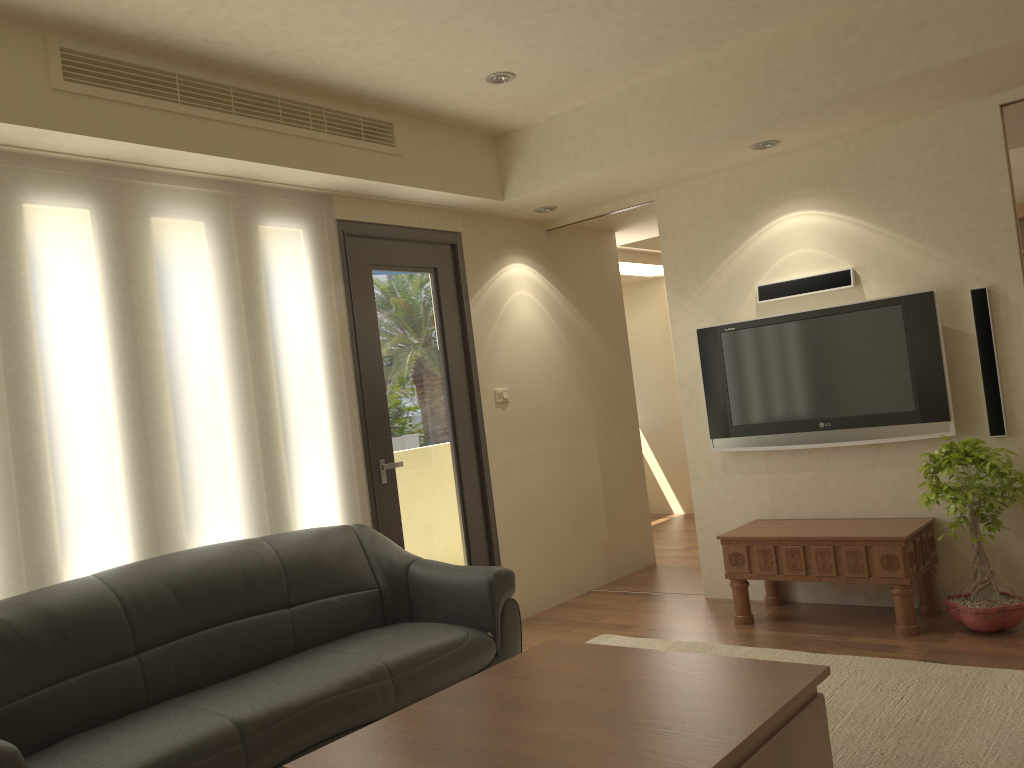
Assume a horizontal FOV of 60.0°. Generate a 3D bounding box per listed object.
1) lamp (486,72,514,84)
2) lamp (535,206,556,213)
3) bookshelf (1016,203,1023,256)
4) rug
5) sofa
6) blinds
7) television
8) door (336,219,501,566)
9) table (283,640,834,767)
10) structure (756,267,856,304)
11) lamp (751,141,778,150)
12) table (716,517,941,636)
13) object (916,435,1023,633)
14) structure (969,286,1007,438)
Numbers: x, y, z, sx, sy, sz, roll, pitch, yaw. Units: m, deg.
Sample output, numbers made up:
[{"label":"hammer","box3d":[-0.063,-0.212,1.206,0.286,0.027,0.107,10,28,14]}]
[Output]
[{"label":"lamp","box3d":[-0.063,-1.557,4.463,0.143,0.059,0.143,-6,-2,-45]},{"label":"lamp","box3d":[0.217,-1.158,5.796,0.143,0.059,0.143,-6,-2,-45]},{"label":"bookshelf","box3d":[3.366,-0.092,7.740,2.945,2.440,0.301,-8,-2,39]},{"label":"rug","box3d":[0.327,1.397,2.884,2.482,0.011,3.592,-8,-2,39]},{"label":"sofa","box3d":[-1.022,1.103,3.398,0.944,0.918,2.337,-8,-2,39]},{"label":"blinds","box3d":[-1.703,0.282,3.636,0.002,2.453,2.830,-8,-2,39]},{"label":"television","box3d":[1.720,-0.033,5.007,1.377,0.778,0.110,-8,-2,39]},{"label":"door","box3d":[-0.523,0.283,5.160,0.118,2.420,1.011,-8,-2,39]},{"label":"table","box3d":[0.200,1.163,2.493,1.045,0.482,1.213,-8,-2,39]},{"label":"structure","box3d":[1.665,-0.559,5.058,0.559,0.111,0.048,-8,-2,39]},{"label":"lamp","box3d":[1.376,-1.321,4.840,0.143,0.059,0.143,-6,-2,-45]},{"label":"table","box3d":[1.722,1.023,4.819,1.009,0.493,0.538,-8,-2,39]},{"label":"object","box3d":[2.261,0.710,4.307,0.528,0.957,0.565,-7,-1,-8]},{"label":"structure","box3d":[2.413,-0.113,4.489,0.079,0.764,0.036,-8,-2,39]}]
